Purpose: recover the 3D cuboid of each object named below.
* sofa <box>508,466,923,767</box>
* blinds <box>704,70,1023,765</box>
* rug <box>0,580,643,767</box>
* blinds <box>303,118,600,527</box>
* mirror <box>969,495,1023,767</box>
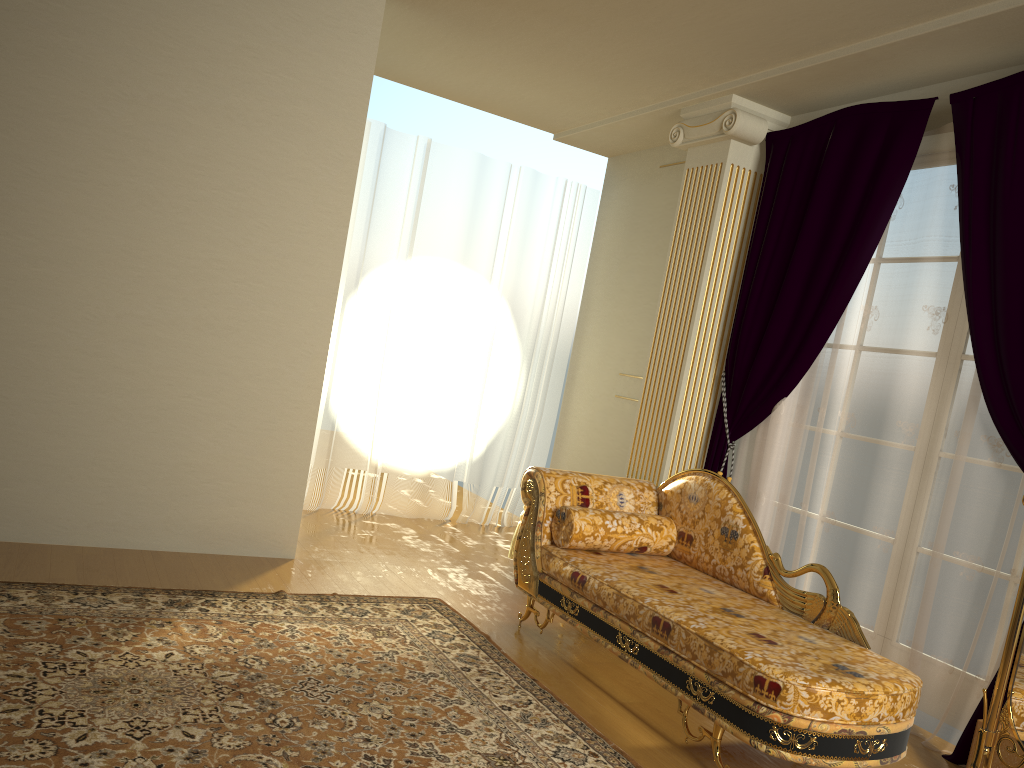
[{"bbox_3d":[0.686,0.799,3.448,0.696,0.875,1.877,8,3,-27],"label":"sofa"},{"bbox_3d":[1.662,0.065,3.874,0.340,2.667,2.215,8,4,-26],"label":"blinds"},{"bbox_3d":[-1.212,0.902,2.601,3.091,0.017,2.099,10,2,-27],"label":"rug"},{"bbox_3d":[-0.526,-0.315,5.942,2.174,2.520,0.162,9,5,-25],"label":"blinds"},{"bbox_3d":[1.593,0.569,2.420,0.244,1.709,0.536,9,5,-17],"label":"mirror"}]
